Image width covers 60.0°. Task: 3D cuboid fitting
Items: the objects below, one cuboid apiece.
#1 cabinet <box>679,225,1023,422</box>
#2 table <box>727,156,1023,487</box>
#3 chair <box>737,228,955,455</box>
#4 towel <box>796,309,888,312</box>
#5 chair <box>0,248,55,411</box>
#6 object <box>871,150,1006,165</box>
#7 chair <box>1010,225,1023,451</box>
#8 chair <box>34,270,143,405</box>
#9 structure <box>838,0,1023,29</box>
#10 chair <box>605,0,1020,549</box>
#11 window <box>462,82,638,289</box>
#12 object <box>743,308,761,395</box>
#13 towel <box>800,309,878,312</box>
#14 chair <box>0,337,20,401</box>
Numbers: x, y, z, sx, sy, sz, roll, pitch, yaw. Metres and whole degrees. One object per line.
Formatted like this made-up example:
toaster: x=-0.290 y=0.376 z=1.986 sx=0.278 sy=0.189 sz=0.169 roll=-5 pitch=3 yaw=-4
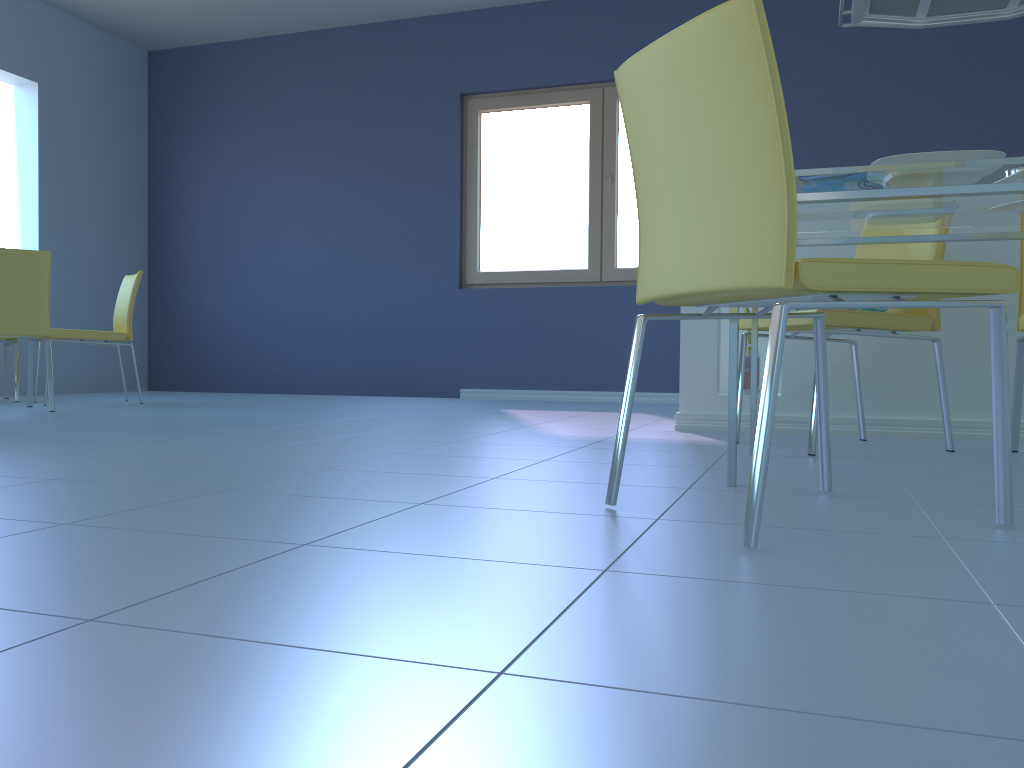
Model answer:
cabinet: x=1.802 y=-0.241 z=3.884 sx=2.139 sy=0.800 sz=2.200 roll=1 pitch=1 yaw=19
table: x=1.076 y=-0.095 z=1.818 sx=1.173 sy=0.590 sz=0.730 roll=1 pitch=1 yaw=19
chair: x=0.948 y=-0.171 z=2.526 sx=0.484 sy=0.695 sz=0.387 roll=0 pitch=1 yaw=-18
towel: x=0.934 y=-0.214 z=2.510 sx=0.201 sy=0.024 sz=0.195 roll=2 pitch=2 yaw=44
chair: x=-2.276 y=-0.234 z=3.913 sx=0.387 sy=0.695 sz=0.484 roll=-1 pitch=2 yaw=-40
object: x=0.790 y=-0.400 z=1.664 sx=0.228 sy=0.020 sz=0.228 roll=1 pitch=1 yaw=16
chair: x=1.465 y=-0.157 z=2.164 sx=0.387 sy=0.695 sz=0.484 roll=1 pitch=1 yaw=21
chair: x=-2.210 y=-0.249 z=4.649 sx=0.484 sy=0.699 sz=0.387 roll=0 pitch=2 yaw=-35
structure: x=1.629 y=-1.845 z=3.089 sx=0.895 sy=0.962 sz=0.695 roll=1 pitch=1 yaw=19
chair: x=0.429 y=-0.148 z=1.350 sx=0.484 sy=0.695 sz=0.387 roll=0 pitch=1 yaw=-23
window: x=0.375 y=-1.240 z=5.577 sx=1.475 sy=1.263 sz=0.142 roll=1 pitch=1 yaw=19
object: x=0.832 y=-0.173 z=3.102 sx=0.067 sy=0.423 sz=0.229 roll=-1 pitch=2 yaw=-40
towel: x=0.934 y=-0.200 z=2.516 sx=0.201 sy=0.024 sz=0.195 roll=2 pitch=2 yaw=38
chair: x=-2.908 y=-0.260 z=4.791 sx=0.387 sy=0.695 sz=0.484 roll=0 pitch=2 yaw=-35
